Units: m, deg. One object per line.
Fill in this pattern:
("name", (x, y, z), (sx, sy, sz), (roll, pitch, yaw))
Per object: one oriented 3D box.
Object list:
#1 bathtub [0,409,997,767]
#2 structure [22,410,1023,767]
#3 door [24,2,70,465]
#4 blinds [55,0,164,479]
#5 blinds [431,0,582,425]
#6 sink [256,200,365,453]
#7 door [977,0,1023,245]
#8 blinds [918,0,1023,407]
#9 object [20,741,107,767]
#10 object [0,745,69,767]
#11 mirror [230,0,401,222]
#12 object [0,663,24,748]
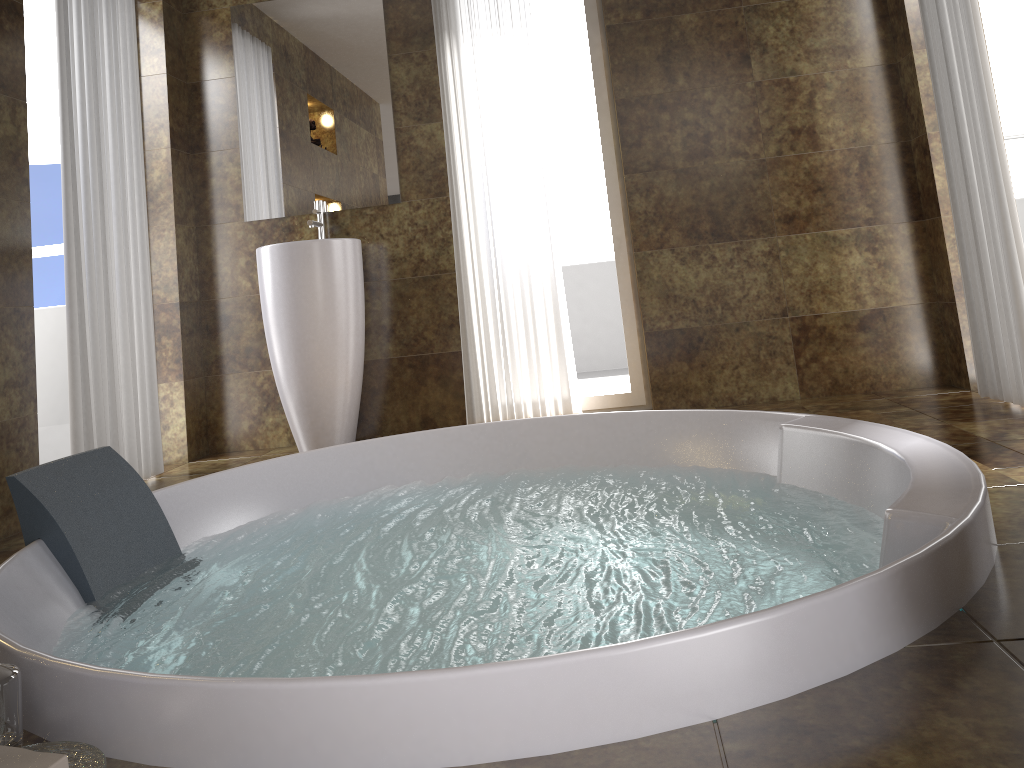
("bathtub", (-0.027, 0.339, 1.702), (1.727, 0.528, 1.766), (-3, 6, 37))
("structure", (-0.024, 0.347, 1.702), (1.999, 0.125, 2.002), (-6, 6, 6))
("door", (-2.220, -0.675, 3.934), (0.963, 2.255, 0.039), (-6, -7, -4))
("blinds", (-1.581, -0.742, 3.400), (0.067, 2.304, 0.590), (-7, -6, 7))
("blinds", (-0.063, -0.971, 3.998), (0.518, 2.292, 0.066), (-7, -7, 5))
("sink", (-0.875, -0.276, 3.819), (0.457, 1.150, 0.430), (-7, -6, 9))
("door", (2.278, -1.096, 3.293), (0.942, 2.254, 0.040), (-10, -8, 39))
("blinds", (1.643, -1.067, 3.177), (0.069, 2.305, 0.475), (-7, -7, 7))
("object", (-0.501, 0.411, 0.844), (0.190, 0.019, 0.189), (-7, 6, -5))
("object", (-0.498, 0.393, 0.857), (0.100, 0.032, 0.061), (-4, 3, 21))
("mirror", (-0.959, -1.360, 4.175), (0.766, 1.105, 0.008), (-6, -7, 6))
("object", (-0.589, 0.358, 0.981), (0.058, 0.117, 0.056), (-3, -6, -31))
